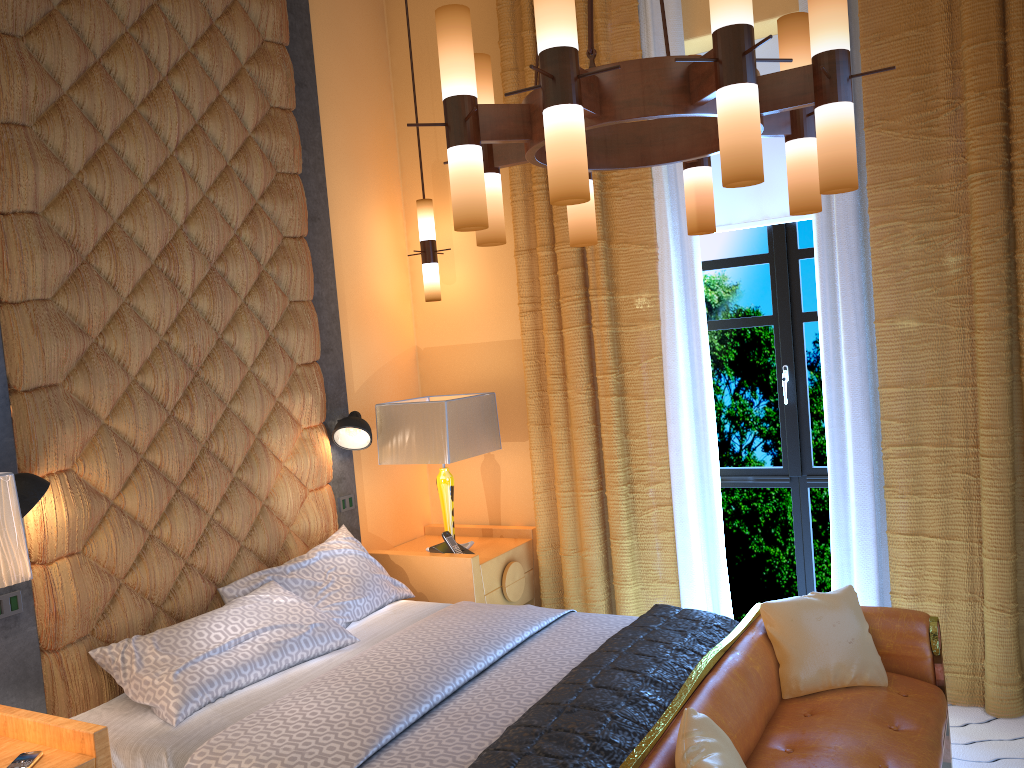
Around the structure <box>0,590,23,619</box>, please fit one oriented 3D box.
[{"bbox_3d":[-1.641,0.717,2.871,0.016,0.071,0.103,-3,3,29],"label":"structure"}]

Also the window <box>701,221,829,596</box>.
[{"bbox_3d":[1.334,-0.138,4.264,1.201,3.004,0.130,-3,4,29],"label":"window"}]

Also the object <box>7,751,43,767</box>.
[{"bbox_3d":[-1.331,1.033,2.419,0.064,0.018,0.111,-5,2,-6],"label":"object"}]

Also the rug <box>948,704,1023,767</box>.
[{"bbox_3d":[0.432,1.510,2.607,3.704,0.016,3.381,-4,3,29],"label":"rug"}]

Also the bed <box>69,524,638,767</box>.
[{"bbox_3d":[-0.329,1.093,3.183,2.107,0.825,1.885,-4,3,29],"label":"bed"}]

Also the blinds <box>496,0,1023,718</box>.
[{"bbox_3d":[1.076,-0.670,3.886,2.452,4.151,0.134,-3,4,29],"label":"blinds"}]

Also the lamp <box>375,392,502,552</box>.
[{"bbox_3d":[-0.344,0.469,4.473,0.424,0.803,0.504,-3,4,29],"label":"lamp"}]

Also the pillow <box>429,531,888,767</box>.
[{"bbox_3d":[0.547,0.891,3.372,1.146,0.407,2.627,-6,2,-19],"label":"pillow"}]

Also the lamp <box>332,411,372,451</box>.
[{"bbox_3d":[-0.589,0.225,4.313,0.568,0.218,0.231,-5,3,-13],"label":"lamp"}]

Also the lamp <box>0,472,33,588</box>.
[{"bbox_3d":[-1.598,0.665,2.308,0.424,0.803,0.504,-3,4,29],"label":"lamp"}]

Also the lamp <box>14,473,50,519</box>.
[{"bbox_3d":[-1.577,0.359,2.804,0.213,0.190,0.186,-7,3,-33],"label":"lamp"}]

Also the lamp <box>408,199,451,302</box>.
[{"bbox_3d":[-0.440,-0.704,4.688,0.199,0.532,0.199,-6,3,-16],"label":"lamp"}]

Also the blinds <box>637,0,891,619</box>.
[{"bbox_3d":[1.085,-0.652,3.978,2.051,4.081,0.236,-3,4,27],"label":"blinds"}]

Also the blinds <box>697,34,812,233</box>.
[{"bbox_3d":[1.237,-1.196,4.189,1.201,0.874,0.013,-3,4,29],"label":"blinds"}]

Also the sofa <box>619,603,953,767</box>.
[{"bbox_3d":[0.894,1.151,2.597,0.651,0.641,1.612,-3,3,29],"label":"sofa"}]

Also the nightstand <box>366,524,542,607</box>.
[{"bbox_3d":[-0.283,1.148,4.619,0.720,0.691,0.679,-3,3,29],"label":"nightstand"}]

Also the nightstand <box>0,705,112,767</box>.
[{"bbox_3d":[-1.551,1.345,2.339,0.721,0.701,0.707,-3,3,29],"label":"nightstand"}]

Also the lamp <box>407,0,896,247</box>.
[{"bbox_3d":[0.265,-1.509,2.268,1.139,2.171,1.141,-7,4,-38],"label":"lamp"}]

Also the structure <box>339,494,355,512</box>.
[{"bbox_3d":[-0.814,0.586,4.359,0.016,0.071,0.103,-3,3,29],"label":"structure"}]

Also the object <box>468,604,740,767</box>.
[{"bbox_3d":[0.364,0.944,2.776,0.405,0.105,1.458,-4,3,29],"label":"object"}]
